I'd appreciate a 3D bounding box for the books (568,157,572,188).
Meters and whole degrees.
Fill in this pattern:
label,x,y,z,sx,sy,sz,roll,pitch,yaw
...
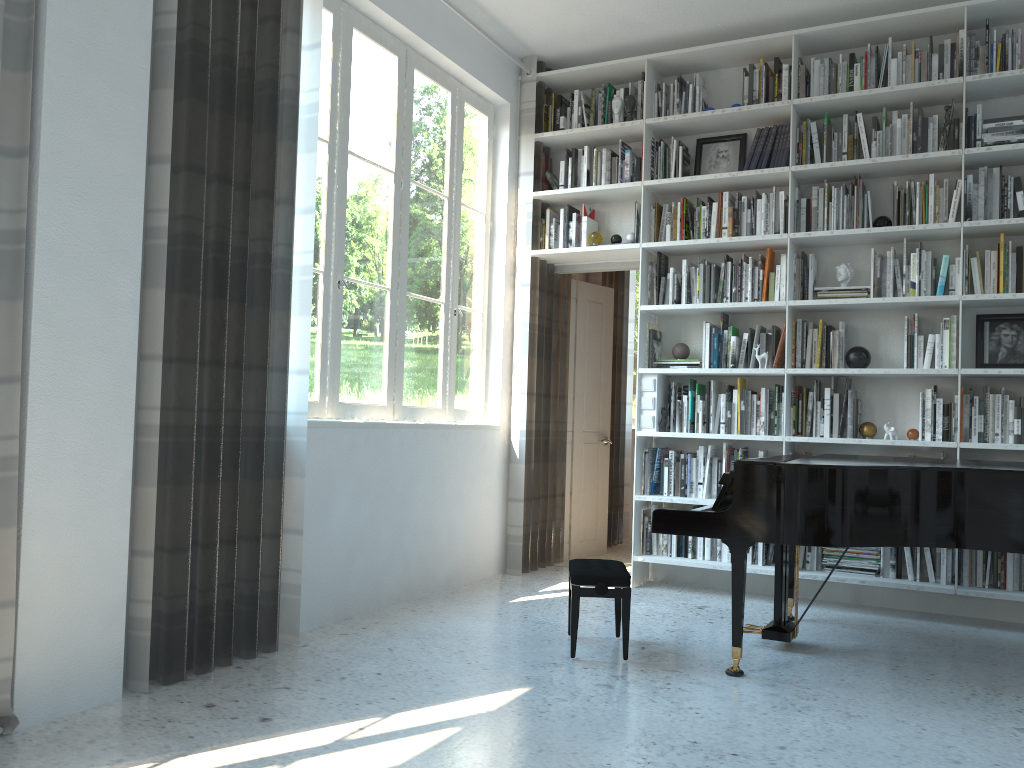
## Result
label,x,y,z,sx,sy,sz,roll,pitch,yaw
books,0.402,-1.300,5.625,0.022,0.228,0.171,1,-2,27

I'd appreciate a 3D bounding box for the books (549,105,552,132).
label,x,y,z,sx,sy,sz,roll,pitch,yaw
books,0.281,-1.665,5.712,0.023,0.223,0.151,1,-2,27

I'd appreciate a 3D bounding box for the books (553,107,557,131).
label,x,y,z,sx,sy,sz,roll,pitch,yaw
books,0.311,-1.651,5.689,0.024,0.194,0.167,1,-2,27

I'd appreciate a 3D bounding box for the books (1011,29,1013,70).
label,x,y,z,sx,sy,sz,roll,pitch,yaw
books,2.560,-1.659,4.542,0.005,0.255,0.168,1,-2,27

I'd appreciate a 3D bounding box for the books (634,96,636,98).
label,x,y,z,sx,sy,sz,roll,pitch,yaw
books,0.765,-1.651,5.471,0.023,0.205,0.146,1,-2,27

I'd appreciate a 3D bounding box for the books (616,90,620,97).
label,x,y,z,sx,sy,sz,roll,pitch,yaw
books,0.683,-1.672,5.498,0.025,0.243,0.167,1,-2,27

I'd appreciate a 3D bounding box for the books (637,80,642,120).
label,x,y,z,sx,sy,sz,roll,pitch,yaw
books,0.810,-1.691,5.446,0.022,0.286,0.175,1,-2,27

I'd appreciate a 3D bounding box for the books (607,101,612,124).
label,x,y,z,sx,sy,sz,roll,pitch,yaw
books,0.634,-1.644,5.531,0.024,0.187,0.159,1,-2,27

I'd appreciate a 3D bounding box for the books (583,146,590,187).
label,x,y,z,sx,sy,sz,roll,pitch,yaw
books,0.494,-1.328,5.569,0.021,0.286,0.179,1,-2,27

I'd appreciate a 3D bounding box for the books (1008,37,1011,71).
label,x,y,z,sx,sy,sz,roll,pitch,yaw
books,2.551,-1.641,4.548,0.016,0.219,0.144,1,-2,27

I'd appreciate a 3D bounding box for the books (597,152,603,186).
label,x,y,z,sx,sy,sz,roll,pitch,yaw
books,0.572,-1.306,5.541,0.021,0.244,0.174,1,-2,27

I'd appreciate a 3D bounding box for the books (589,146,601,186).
label,x,y,z,sx,sy,sz,roll,pitch,yaw
books,0.529,-1.330,5.574,0.037,0.291,0.155,1,-2,27

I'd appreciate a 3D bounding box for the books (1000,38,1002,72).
label,x,y,z,sx,sy,sz,roll,pitch,yaw
books,2.529,-1.647,4.586,0.006,0.233,0.136,1,-2,27

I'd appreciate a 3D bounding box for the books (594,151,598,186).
label,x,y,z,sx,sy,sz,roll,pitch,yaw
books,0.558,-1.308,5.548,0.012,0.249,0.192,1,-2,27

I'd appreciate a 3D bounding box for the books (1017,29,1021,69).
label,x,y,z,sx,sy,sz,roll,pitch,yaw
books,2.588,-1.659,4.530,0.011,0.256,0.143,1,-2,27

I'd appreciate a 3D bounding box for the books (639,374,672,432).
label,x,y,z,sx,sy,sz,roll,pitch,yaw
books,0.856,0.116,5.293,0.106,0.340,0.307,1,-2,27

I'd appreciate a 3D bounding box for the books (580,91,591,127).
label,x,y,z,sx,sy,sz,roll,pitch,yaw
books,0.490,-1.684,5.584,0.057,0.262,0.191,1,-2,27

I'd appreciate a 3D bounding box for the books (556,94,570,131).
label,x,y,z,sx,sy,sz,roll,pitch,yaw
books,0.332,-1.688,5.674,0.025,0.269,0.177,1,-2,27

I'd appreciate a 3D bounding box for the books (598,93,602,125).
label,x,y,z,sx,sy,sz,roll,pitch,yaw
books,0.579,-1.678,5.576,0.030,0.257,0.130,1,-2,27

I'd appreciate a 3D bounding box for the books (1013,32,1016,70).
label,x,y,z,sx,sy,sz,roll,pitch,yaw
books,2.576,-1.655,4.555,0.013,0.249,0.148,1,-2,27

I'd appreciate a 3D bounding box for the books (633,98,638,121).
label,x,y,z,sx,sy,sz,roll,pitch,yaw
books,0.786,-1.641,5.457,0.028,0.185,0.167,1,-2,27

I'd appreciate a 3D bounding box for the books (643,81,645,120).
label,x,y,z,sx,sy,sz,roll,pitch,yaw
books,0.849,-1.675,5.385,0.024,0.252,0.235,1,-2,27

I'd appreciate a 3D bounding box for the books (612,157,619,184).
label,x,y,z,sx,sy,sz,roll,pitch,yaw
books,0.660,-1.288,5.513,0.028,0.212,0.138,1,-2,27

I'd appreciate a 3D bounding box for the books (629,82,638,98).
label,x,y,z,sx,sy,sz,roll,pitch,yaw
books,0.753,-1.694,5.485,0.013,0.292,0.154,1,-2,27

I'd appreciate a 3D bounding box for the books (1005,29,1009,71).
label,x,y,z,sx,sy,sz,roll,pitch,yaw
books,2.541,-1.663,4.559,0.013,0.264,0.147,1,-2,27

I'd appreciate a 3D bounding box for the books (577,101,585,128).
label,x,y,z,sx,sy,sz,roll,pitch,yaw
books,0.462,-1.655,5.604,0.030,0.206,0.175,1,-2,27

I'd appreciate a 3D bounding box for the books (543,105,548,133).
label,x,y,z,sx,sy,sz,roll,pitch,yaw
books,0.238,-1.664,5.721,0.014,0.219,0.188,1,-2,27

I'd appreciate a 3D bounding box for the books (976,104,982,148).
label,x,y,z,sx,sy,sz,roll,pitch,yaw
books,2.413,-1.291,4.584,0.021,0.249,0.191,1,-2,27

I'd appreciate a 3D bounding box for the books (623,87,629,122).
label,x,y,z,sx,sy,sz,roll,pitch,yaw
books,0.729,-1.679,5.483,0.027,0.259,0.147,1,-2,27

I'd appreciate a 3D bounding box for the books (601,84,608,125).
label,x,y,z,sx,sy,sz,roll,pitch,yaw
books,0.593,-1.702,5.554,0.014,0.304,0.145,1,-2,27

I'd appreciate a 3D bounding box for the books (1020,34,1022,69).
label,x,y,z,sx,sy,sz,roll,pitch,yaw
books,2.603,-1.647,4.544,0.004,0.235,0.137,1,-2,27

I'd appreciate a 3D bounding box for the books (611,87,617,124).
label,x,y,z,sx,sy,sz,roll,pitch,yaw
books,0.654,-1.687,5.529,0.013,0.275,0.158,1,-2,27

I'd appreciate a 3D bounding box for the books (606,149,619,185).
label,x,y,z,sx,sy,sz,roll,pitch,yaw
books,0.627,-1.309,5.510,0.030,0.251,0.166,1,-2,27

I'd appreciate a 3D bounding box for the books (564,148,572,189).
label,x,y,z,sx,sy,sz,roll,pitch,yaw
books,0.374,-1.333,5.657,0.011,0.296,0.162,1,-2,27

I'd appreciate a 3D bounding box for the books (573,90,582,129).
label,x,y,z,sx,sy,sz,roll,pitch,yaw
books,0.442,-1.694,5.627,0.028,0.283,0.189,1,-2,27

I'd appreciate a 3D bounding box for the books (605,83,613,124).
label,x,y,z,sx,sy,sz,roll,pitch,yaw
books,0.617,-1.707,5.554,0.029,0.314,0.129,1,-2,27

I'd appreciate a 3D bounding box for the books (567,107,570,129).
label,x,y,z,sx,sy,sz,roll,pitch,yaw
books,0.392,-1.649,5.670,0.031,0.195,0.145,1,-2,27

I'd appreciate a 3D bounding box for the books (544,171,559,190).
label,x,y,z,sx,sy,sz,roll,pitch,yaw
books,0.286,-1.274,5.709,0.121,0.175,0.129,1,-2,27

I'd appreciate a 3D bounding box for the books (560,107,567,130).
label,x,y,z,sx,sy,sz,roll,pitch,yaw
books,0.354,-1.646,5.661,0.028,0.186,0.182,1,-2,27

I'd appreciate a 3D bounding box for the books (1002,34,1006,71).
label,x,y,z,sx,sy,sz,roll,pitch,yaw
books,2.532,-1.655,4.570,0.014,0.248,0.139,1,-2,27

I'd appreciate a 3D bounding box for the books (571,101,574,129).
label,x,y,z,sx,sy,sz,roll,pitch,yaw
books,0.423,-1.665,5.646,0.024,0.227,0.157,1,-2,27

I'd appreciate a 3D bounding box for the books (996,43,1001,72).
label,x,y,z,sx,sy,sz,roll,pitch,yaw
books,2.506,-1.629,4.575,0.023,0.195,0.172,1,-2,27

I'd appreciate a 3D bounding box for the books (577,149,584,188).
label,x,y,z,sx,sy,sz,roll,pitch,yaw
books,0.454,-1.328,5.620,0.028,0.288,0.132,1,-2,27

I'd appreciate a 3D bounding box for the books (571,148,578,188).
label,x,y,z,sx,sy,sz,roll,pitch,yaw
books,0.421,-1.327,5.611,0.023,0.282,0.186,1,-2,27

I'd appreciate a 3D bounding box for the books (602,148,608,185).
label,x,y,z,sx,sy,sz,roll,pitch,yaw
books,0.602,-1.314,5.523,0.025,0.261,0.167,1,-2,27

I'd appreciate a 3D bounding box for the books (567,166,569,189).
label,x,y,z,sx,sy,sz,roll,pitch,yaw
books,0.393,-1.281,5.658,0.024,0.192,0.138,1,-2,27

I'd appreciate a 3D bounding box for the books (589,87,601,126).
label,x,y,z,sx,sy,sz,roll,pitch,yaw
books,0.540,-1.692,5.576,0.039,0.282,0.181,1,-2,27

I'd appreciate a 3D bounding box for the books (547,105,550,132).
label,x,y,z,sx,sy,sz,roll,pitch,yaw
books,0.265,-1.667,5.732,0.024,0.228,0.130,1,-2,27

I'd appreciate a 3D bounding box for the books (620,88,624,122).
label,x,y,z,sx,sy,sz,roll,pitch,yaw
books,0.708,-1.676,5.496,0.021,0.253,0.179,1,-2,27

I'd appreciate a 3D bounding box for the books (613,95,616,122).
label,x,y,z,sx,sy,sz,roll,pitch,yaw
books,0.668,-1.662,5.520,0.021,0.226,0.156,1,-2,27

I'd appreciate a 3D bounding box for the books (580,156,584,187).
label,x,y,z,sx,sy,sz,roll,pitch,yaw
books,0.476,-1.304,5.607,0.024,0.239,0.155,1,-2,27

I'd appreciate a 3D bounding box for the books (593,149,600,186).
label,x,y,z,sx,sy,sz,roll,pitch,yaw
books,0.547,-1.318,5.554,0.013,0.268,0.162,1,-2,27

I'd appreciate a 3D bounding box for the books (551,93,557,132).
label,x,y,z,sx,sy,sz,roll,pitch,yaw
books,0.294,-1.697,5.696,0.014,0.286,0.175,1,-2,27

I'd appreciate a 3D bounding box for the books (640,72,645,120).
label,x,y,z,sx,sy,sz,roll,pitch,yaw
books,0.825,-1.717,5.434,0.014,0.337,0.168,1,-2,27

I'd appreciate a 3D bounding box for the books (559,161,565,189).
label,x,y,z,sx,sy,sz,roll,pitch,yaw
books,0.351,-1.294,5.664,0.034,0.217,0.166,1,-2,27

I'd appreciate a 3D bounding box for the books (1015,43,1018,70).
label,x,y,z,sx,sy,sz,roll,pitch,yaw
books,2.581,-1.624,4.540,0.010,0.186,0.152,1,-2,27

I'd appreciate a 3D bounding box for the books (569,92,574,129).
label,x,y,z,sx,sy,sz,roll,pitch,yaw
books,0.404,-1.693,5.648,0.010,0.281,0.160,1,-2,27
